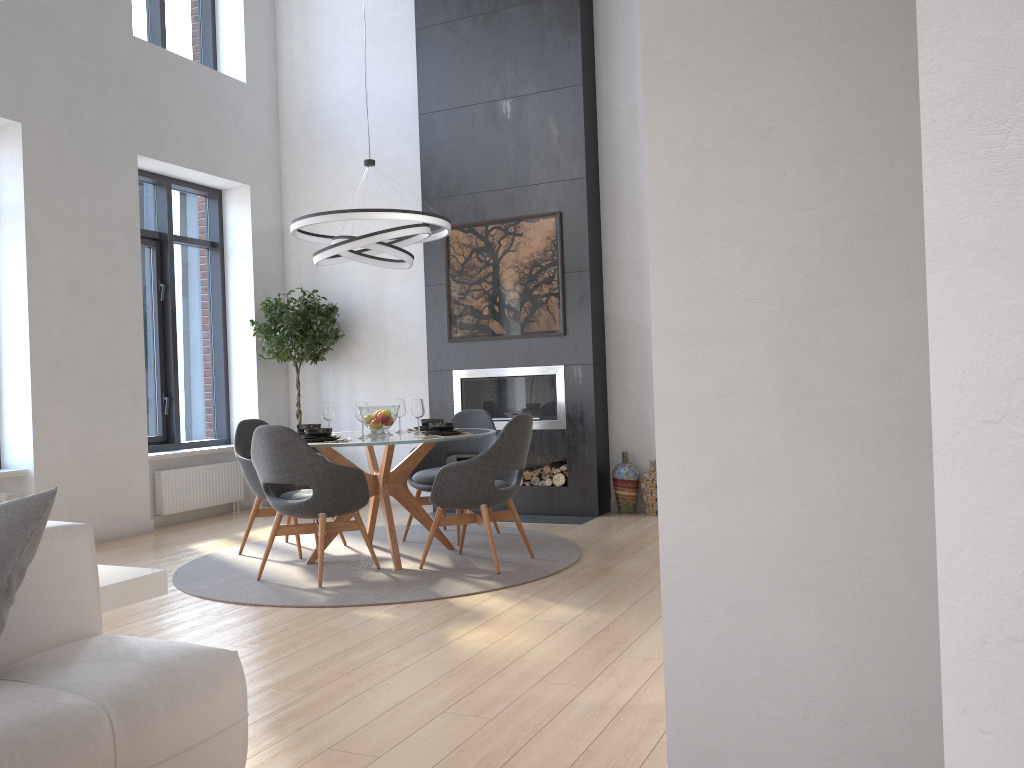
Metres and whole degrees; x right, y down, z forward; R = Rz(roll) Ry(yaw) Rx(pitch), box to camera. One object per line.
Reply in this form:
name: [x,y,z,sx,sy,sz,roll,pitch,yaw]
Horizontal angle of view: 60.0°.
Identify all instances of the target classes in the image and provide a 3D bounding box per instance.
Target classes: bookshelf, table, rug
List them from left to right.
bookshelf: [-2.372,0.903,3.288,2.600,0.500,0.356,-2,0,25]
table: [-0.835,0.706,5.612,1.499,0.764,1.499,-2,0,14]
rug: [-0.812,1.094,5.607,2.499,0.010,2.499,-2,0,-2]

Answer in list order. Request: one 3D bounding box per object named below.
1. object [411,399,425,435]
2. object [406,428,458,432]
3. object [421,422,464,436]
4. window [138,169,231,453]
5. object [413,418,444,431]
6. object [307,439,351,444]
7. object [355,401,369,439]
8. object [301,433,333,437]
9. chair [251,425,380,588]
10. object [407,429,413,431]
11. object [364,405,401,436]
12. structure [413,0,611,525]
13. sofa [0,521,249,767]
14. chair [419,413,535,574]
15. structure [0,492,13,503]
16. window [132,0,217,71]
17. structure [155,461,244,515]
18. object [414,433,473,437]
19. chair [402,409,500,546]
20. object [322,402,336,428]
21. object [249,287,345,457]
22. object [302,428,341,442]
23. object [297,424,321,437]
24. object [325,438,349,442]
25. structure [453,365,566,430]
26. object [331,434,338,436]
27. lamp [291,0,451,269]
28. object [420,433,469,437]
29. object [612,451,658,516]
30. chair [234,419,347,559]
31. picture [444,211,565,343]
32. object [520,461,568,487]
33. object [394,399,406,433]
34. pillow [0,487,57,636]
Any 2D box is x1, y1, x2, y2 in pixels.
object: [-0.587,0.205,5.553,0.083,0.220,0.083,-2,0,-37]
object: [-0.543,0.313,6.024,0.360,0.002,0.360,-2,0,0]
object: [-0.419,0.270,5.330,0.258,0.074,0.258,-2,0,5]
window: [-3.045,-0.618,7.813,0.170,2.402,1.310,-2,0,25]
object: [-0.543,0.275,6.038,0.258,0.074,0.258,-2,0,45]
object: [-1.114,0.333,5.148,0.360,0.002,0.360,-2,0,-23]
object: [-0.896,0.216,5.319,0.083,0.220,0.083,-2,0,-3]
object: [-1.328,0.334,5.840,0.206,0.015,0.309,-2,0,29]
chair: [-1.150,0.662,5.078,0.655,0.891,0.619,-2,0,31]
object: [-0.554,0.306,6.025,0.309,0.015,0.206,-2,0,34]
object: [-0.842,0.232,5.620,0.278,0.184,0.278,-2,0,33]
structure: [-0.132,-2.101,7.256,1.500,6.351,0.722,-2,0,25]
sofa: [-2.766,0.800,1.832,3.424,0.732,2.614,-2,0,25]
chair: [-0.175,0.626,5.248,0.619,0.891,0.655,-2,0,26]
structure: [-3.641,0.972,5.616,0.110,0.460,1.015,-2,0,25]
window: [-3.168,-3.966,7.818,0.170,2.402,1.310,-2,0,25]
structure: [-2.675,0.939,7.700,0.110,0.460,1.015,-2,0,25]
object: [-0.410,0.308,5.325,0.360,0.002,0.360,-2,0,0]
chair: [-0.413,0.636,6.254,0.655,0.891,0.619,-2,0,31]
object: [-1.173,0.227,5.686,0.083,0.220,0.083,-2,0,-14]
object: [-1.929,0.125,8.068,0.801,2.019,0.813,-2,0,28]
object: [-1.120,0.295,5.137,0.258,0.074,0.258,-2,0,5]
object: [-1.337,0.304,5.847,0.258,0.074,0.258,-2,0,45]
object: [-1.106,0.325,5.144,0.309,0.015,0.206,-2,0,29]
structure: [0.018,0.049,7.407,1.010,0.651,0.295,-2,0,25]
object: [-1.333,0.342,5.852,0.360,0.002,0.360,-2,0,-23]
lamp: [-0.960,-2.991,5.615,1.000,4.513,1.000,-2,0,27]
object: [-0.408,0.300,5.332,0.206,0.015,0.309,-2,0,29]
object: [1.015,0.783,7.037,0.442,0.501,0.219,-2,0,21]
chair: [-1.524,0.677,5.967,0.619,0.891,0.655,-2,0,26]
picture: [-0.076,-0.862,7.278,1.056,0.990,0.026,-2,0,25]
object: [0.061,0.752,7.449,1.005,0.195,0.363,-2,0,24]
object: [-0.743,0.211,5.867,0.083,0.220,0.083,-2,0,-14]
pillow: [-2.566,0.519,2.272,2.953,0.453,0.647,-2,0,13]
